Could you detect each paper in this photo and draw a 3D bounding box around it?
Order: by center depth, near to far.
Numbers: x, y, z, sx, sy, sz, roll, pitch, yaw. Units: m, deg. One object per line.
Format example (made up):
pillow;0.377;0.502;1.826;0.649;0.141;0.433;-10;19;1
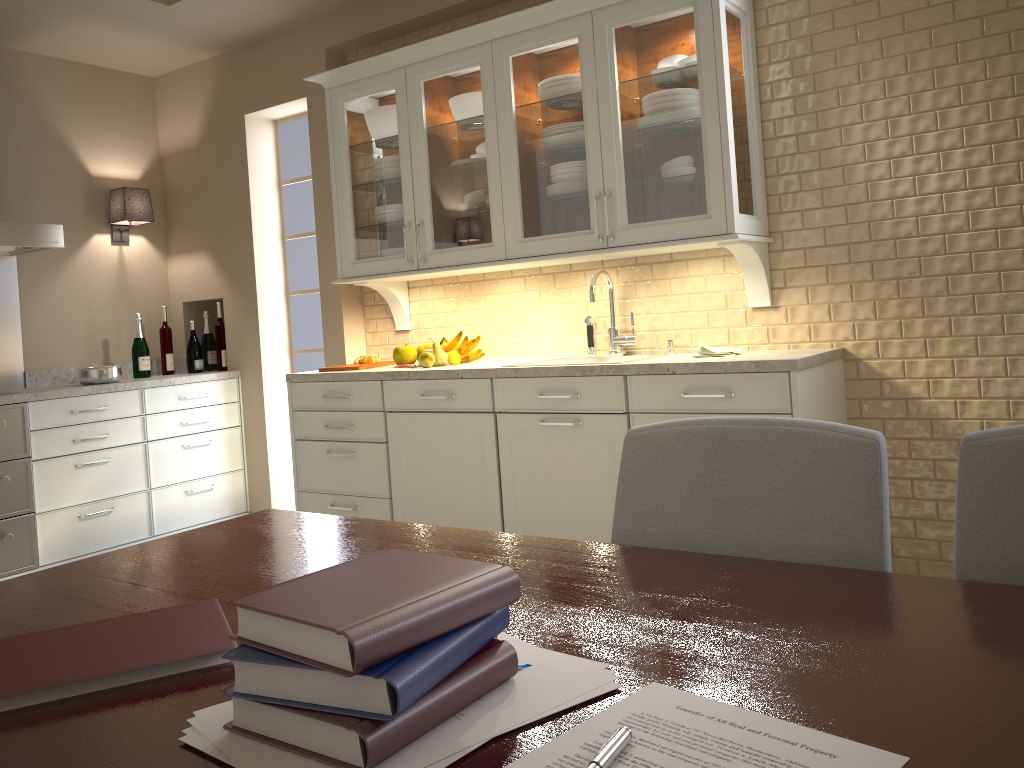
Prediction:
paper;0.090;0.265;0.564;0.210;0.001;0.291;0;6;45
paper;-0.087;0.261;0.732;0.210;0.001;0.291;0;6;40
paper;-0.087;0.261;0.732;0.291;0.001;0.210;-7;5;-35
paper;-0.087;0.260;0.732;0.291;0.001;0.210;-7;6;-40
paper;-0.087;0.262;0.732;0.210;0.001;0.291;0;6;45

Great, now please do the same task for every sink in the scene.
sink;0.283;0.120;3.194;0.484;0.415;0.381;-2;3;35

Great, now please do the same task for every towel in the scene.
towel;0.696;-0.113;2.982;0.164;0.050;0.171;-2;4;21

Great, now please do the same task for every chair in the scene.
chair;0.594;0.477;0.789;0.399;0.827;0.507;-3;1;35
chair;0.222;0.483;1.051;0.399;0.827;0.507;-3;1;35

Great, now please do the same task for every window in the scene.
window;-0.987;-0.457;4.475;0.408;1.198;0.010;-4;0;35

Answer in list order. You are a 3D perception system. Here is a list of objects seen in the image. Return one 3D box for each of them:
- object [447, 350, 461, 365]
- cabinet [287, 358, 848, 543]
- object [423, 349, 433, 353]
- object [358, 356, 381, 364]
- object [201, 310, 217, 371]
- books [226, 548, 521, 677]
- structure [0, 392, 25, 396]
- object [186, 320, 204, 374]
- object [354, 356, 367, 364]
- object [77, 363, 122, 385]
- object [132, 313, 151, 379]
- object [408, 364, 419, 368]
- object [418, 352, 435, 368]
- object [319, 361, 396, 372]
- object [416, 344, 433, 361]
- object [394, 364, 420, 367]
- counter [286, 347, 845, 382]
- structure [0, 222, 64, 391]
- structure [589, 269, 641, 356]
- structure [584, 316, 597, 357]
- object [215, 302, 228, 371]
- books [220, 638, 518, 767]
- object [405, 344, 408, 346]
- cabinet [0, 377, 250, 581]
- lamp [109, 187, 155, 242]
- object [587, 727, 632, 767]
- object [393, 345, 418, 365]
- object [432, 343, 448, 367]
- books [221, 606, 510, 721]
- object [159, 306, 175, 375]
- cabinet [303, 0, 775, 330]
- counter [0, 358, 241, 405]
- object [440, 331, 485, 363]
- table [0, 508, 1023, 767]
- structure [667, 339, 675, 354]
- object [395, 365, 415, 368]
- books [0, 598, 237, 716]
object;-0.237;-0.104;3.589;0.053;0.066;0.056;-2;2;42
cabinet;0.133;0.332;3.411;2.215;0.793;0.640;-1;3;35
object;-0.334;-0.112;3.684;0.085;0.070;0.082;-4;2;5
object;-0.627;-0.105;3.901;0.099;0.037;0.044;-6;3;-25
object;-1.643;-0.235;4.787;0.083;0.331;0.083;-4;0;-26
books;-0.113;0.181;0.736;0.164;0.032;0.183;0;5;40
structure;-2.496;0.078;3.385;0.397;0.031;1.053;-1;5;35
object;-1.664;-0.194;4.629;0.084;0.277;0.083;-4;0;-33
object;-0.673;-0.110;4.009;0.099;0.037;0.044;-8;4;-44
object;-1.945;-0.055;4.219;0.198;0.090;0.371;-5;4;-13
object;-1.880;-0.195;4.470;0.083;0.331;0.083;-4;0;-26
object;-0.402;-0.074;3.612;0.030;0.012;0.148;-7;5;-35
object;-0.348;-0.096;3.528;0.066;0.063;0.094;-6;3;-36
object;-0.671;-0.077;3.898;0.200;0.020;0.351;-2;5;20
object;-0.360;-0.127;3.777;0.106;0.090;0.104;-4;2;-1
object;-0.424;-0.075;3.650;0.129;0.012;0.042;-1;5;36
counter;0.073;-0.066;3.383;2.194;0.035;0.525;-1;5;35
structure;-2.639;-0.718;3.444;0.446;1.678;1.564;-4;2;35
structure;0.362;-0.265;3.322;0.211;0.336;0.141;-5;1;-45
structure;0.310;-0.184;3.456;0.043;0.162;0.057;-4;1;35
object;-1.528;-0.250;4.648;0.062;0.366;0.062;-4;0;-21
books;-0.113;0.246;0.727;0.164;0.032;0.183;-1;5;35
object;-0.446;-0.158;3.720;0.018;0.021;0.003;-3;0;21
cabinet;-2.527;0.515;3.418;0.641;0.792;3.219;-3;4;35
lamp;-1.989;-0.879;4.593;0.191;0.258;0.170;-3;2;35
object;0.044;0.261;0.574;0.011;0.012;0.159;-3;4;30
object;-0.450;-0.117;3.723;0.106;0.090;0.104;-2;3;41
object;-0.293;-0.119;3.564;0.064;0.097;0.064;-3;2;31
books;-0.114;0.214;0.730;0.164;0.032;0.183;-2;5;25
object;-1.815;-0.229;4.640;0.062;0.366;0.062;-4;0;-21
cabinet;0.036;-0.796;3.432;1.925;1.112;0.412;-2;2;35
counter;-2.544;0.072;3.418;0.577;0.114;3.860;-1;5;35
object;-0.227;-0.154;3.695;0.196;0.136;0.182;-3;3;17
table;0.088;0.589;0.783;1.755;0.680;0.754;-1;3;35
structure;0.588;-0.137;3.273;0.029;0.056;0.029;-4;1;0
object;-0.420;-0.072;3.606;0.040;0.013;0.155;-7;5;-39
books;-0.398;0.266;0.888;0.215;0.017;0.194;-6;5;-25
